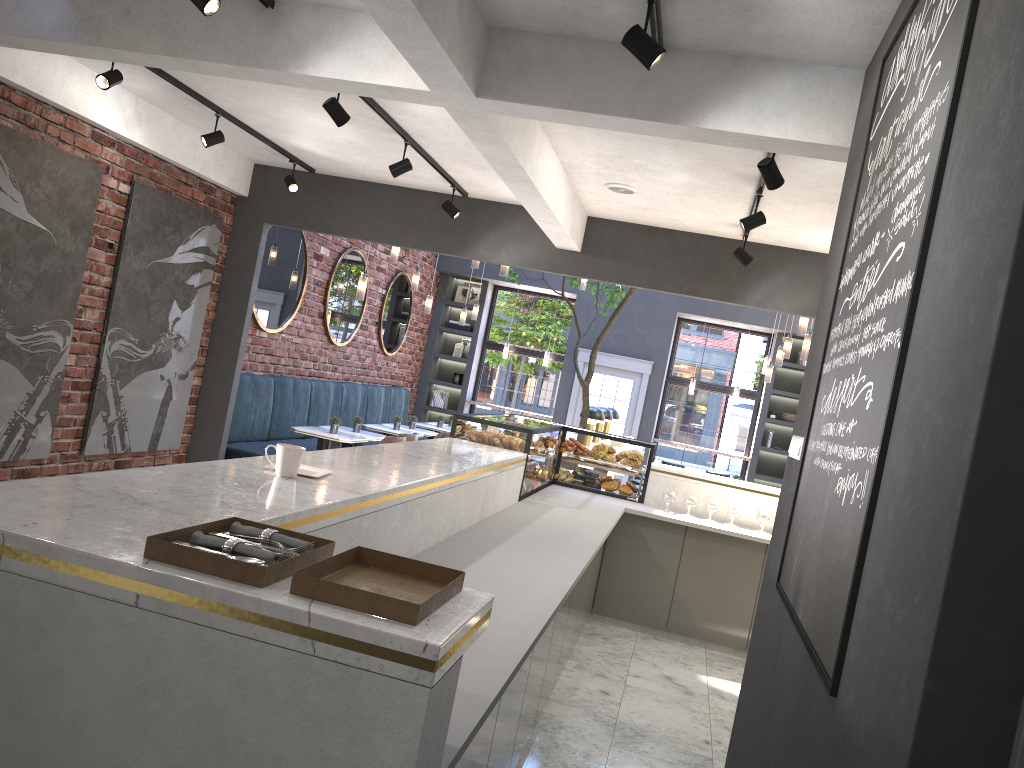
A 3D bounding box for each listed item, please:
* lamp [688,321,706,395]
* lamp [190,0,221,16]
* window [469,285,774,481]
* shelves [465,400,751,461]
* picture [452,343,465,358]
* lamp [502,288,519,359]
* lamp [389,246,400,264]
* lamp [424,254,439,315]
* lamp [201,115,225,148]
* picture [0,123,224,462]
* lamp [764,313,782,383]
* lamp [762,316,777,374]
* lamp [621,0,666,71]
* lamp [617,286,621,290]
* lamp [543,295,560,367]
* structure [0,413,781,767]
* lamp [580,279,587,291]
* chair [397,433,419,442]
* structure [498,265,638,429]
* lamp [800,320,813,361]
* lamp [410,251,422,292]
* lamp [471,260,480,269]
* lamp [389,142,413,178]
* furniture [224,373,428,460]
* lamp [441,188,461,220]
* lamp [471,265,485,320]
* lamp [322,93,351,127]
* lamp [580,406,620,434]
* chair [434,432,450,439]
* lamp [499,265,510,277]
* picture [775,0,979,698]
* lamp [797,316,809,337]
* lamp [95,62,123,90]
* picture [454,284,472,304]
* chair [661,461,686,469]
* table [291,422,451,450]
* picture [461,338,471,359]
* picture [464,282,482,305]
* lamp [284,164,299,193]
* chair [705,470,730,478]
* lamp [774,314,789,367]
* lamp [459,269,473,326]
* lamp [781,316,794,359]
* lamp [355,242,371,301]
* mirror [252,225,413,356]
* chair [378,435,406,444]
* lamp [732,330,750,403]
[{"bbox_3d":[2.832,-0.544,13.365,0.078,1.429,0.078,11,1,-26],"label":"lamp"},{"bbox_3d":[-1.180,-1.527,3.377,0.157,0.238,0.087,11,1,5],"label":"lamp"},{"bbox_3d":[0.649,-1.498,7.803,6.403,5.365,12.712,11,0,11],"label":"window"},{"bbox_3d":[1.423,0.698,13.623,4.401,0.043,0.384,11,0,11],"label":"shelves"},{"bbox_3d":[-0.864,-0.538,14.274,0.161,0.227,0.049,11,1,12],"label":"picture"},{"bbox_3d":[0.021,-1.104,13.941,0.078,1.429,0.078,12,1,41],"label":"lamp"},{"bbox_3d":[-0.795,-3.227,8.875,0.078,4.105,0.078,11,1,-4],"label":"lamp"},{"bbox_3d":[-0.631,-2.860,10.676,0.078,4.105,0.078,11,1,19],"label":"lamp"},{"bbox_3d":[-2.025,-1.712,6.027,0.157,0.238,0.087,11,1,-39],"label":"lamp"},{"bbox_3d":[-2.957,-0.483,6.241,0.033,2.028,2.822,11,1,11],"label":"picture"},{"bbox_3d":[3.564,-2.032,10.979,0.078,4.105,0.078,11,1,-4],"label":"lamp"},{"bbox_3d":[3.720,-2.141,11.628,0.078,4.105,0.078,11,1,-4],"label":"lamp"},{"bbox_3d":[0.460,-1.199,3.041,0.157,0.235,0.087,11,1,5],"label":"lamp"},{"bbox_3d":[1.817,-3.227,11.983,0.078,4.105,0.078,11,1,-4],"label":"lamp"},{"bbox_3d":[0.653,-0.979,13.811,0.078,1.429,0.078,11,1,-26],"label":"lamp"},{"bbox_3d":[0.838,1.092,4.151,3.204,1.300,5.807,11,0,11],"label":"structure"},{"bbox_3d":[1.310,-3.231,11.445,0.078,4.105,0.078,11,1,-4],"label":"lamp"},{"bbox_3d":[-1.274,0.870,8.866,0.521,0.851,0.539,11,1,13],"label":"chair"},{"bbox_3d":[1.160,-1.262,9.078,2.809,5.989,3.740,11,1,-35],"label":"structure"},{"bbox_3d":[2.874,-2.211,7.470,0.078,4.105,0.078,11,1,-4],"label":"lamp"},{"bbox_3d":[-0.720,-3.071,10.042,0.078,4.105,0.078,11,1,19],"label":"lamp"},{"bbox_3d":[0.022,-3.181,8.895,0.078,4.105,0.078,12,1,41],"label":"lamp"},{"bbox_3d":[-0.714,-1.450,5.763,0.157,0.238,0.087,11,1,5],"label":"lamp"},{"bbox_3d":[0.608,1.085,10.060,6.019,1.151,5.342,11,0,11],"label":"furniture"},{"bbox_3d":[-0.468,-1.409,6.932,0.157,0.238,0.087,11,1,5],"label":"lamp"},{"bbox_3d":[-0.136,-2.909,12.367,0.078,4.105,0.078,11,1,-4],"label":"lamp"},{"bbox_3d":[-0.919,-1.484,4.687,0.157,0.238,0.087,11,1,-39],"label":"lamp"},{"bbox_3d":[-0.050,-1.168,6.682,4.183,3.257,8.833,11,0,-5],"label":"lamp"},{"bbox_3d":[-0.980,0.921,10.033,0.521,0.851,0.539,11,1,13],"label":"chair"},{"bbox_3d":[0.320,-2.987,7.947,0.078,4.105,0.078,12,1,41],"label":"lamp"},{"bbox_3d":[0.926,-0.214,2.325,0.014,1.754,1.147,11,1,11],"label":"picture"},{"bbox_3d":[3.065,-2.458,8.152,0.078,4.105,0.078,11,1,-4],"label":"lamp"},{"bbox_3d":[-2.238,-1.745,4.947,0.087,0.235,0.157,11,1,6],"label":"lamp"},{"bbox_3d":[-0.792,-1.441,14.262,0.230,0.313,0.061,11,1,11],"label":"picture"},{"bbox_3d":[2.327,1.573,13.168,0.371,0.821,0.371,11,1,-26],"label":"chair"},{"bbox_3d":[0.559,1.279,10.020,4.597,0.751,4.831,11,0,11],"label":"table"},{"bbox_3d":[-0.725,-0.562,14.272,0.247,0.326,0.044,11,1,12],"label":"picture"},{"bbox_3d":[-0.622,-1.433,14.263,0.361,0.369,0.055,11,1,11],"label":"picture"},{"bbox_3d":[-1.782,-1.669,7.198,0.088,0.235,0.157,11,1,-38],"label":"lamp"},{"bbox_3d":[2.944,1.696,13.019,0.372,0.821,0.370,11,1,-26],"label":"chair"},{"bbox_3d":[3.374,-2.211,9.887,0.078,4.105,0.078,11,1,-26],"label":"lamp"},{"bbox_3d":[-0.275,-2.797,11.807,0.078,4.105,0.078,11,1,-4],"label":"lamp"},{"bbox_3d":[3.251,-2.280,9.228,0.078,4.105,0.078,11,1,-26],"label":"lamp"},{"bbox_3d":[-1.020,-2.795,8.211,0.078,4.105,0.078,11,1,-4],"label":"lamp"},{"bbox_3d":[-1.922,-1.191,10.572,0.036,1.510,4.774,11,0,11],"label":"mirror"},{"bbox_3d":[-1.330,0.863,8.288,0.521,0.851,0.539,11,1,13],"label":"chair"},{"bbox_3d":[3.464,-0.418,13.235,0.078,1.429,0.078,12,1,41],"label":"lamp"}]
